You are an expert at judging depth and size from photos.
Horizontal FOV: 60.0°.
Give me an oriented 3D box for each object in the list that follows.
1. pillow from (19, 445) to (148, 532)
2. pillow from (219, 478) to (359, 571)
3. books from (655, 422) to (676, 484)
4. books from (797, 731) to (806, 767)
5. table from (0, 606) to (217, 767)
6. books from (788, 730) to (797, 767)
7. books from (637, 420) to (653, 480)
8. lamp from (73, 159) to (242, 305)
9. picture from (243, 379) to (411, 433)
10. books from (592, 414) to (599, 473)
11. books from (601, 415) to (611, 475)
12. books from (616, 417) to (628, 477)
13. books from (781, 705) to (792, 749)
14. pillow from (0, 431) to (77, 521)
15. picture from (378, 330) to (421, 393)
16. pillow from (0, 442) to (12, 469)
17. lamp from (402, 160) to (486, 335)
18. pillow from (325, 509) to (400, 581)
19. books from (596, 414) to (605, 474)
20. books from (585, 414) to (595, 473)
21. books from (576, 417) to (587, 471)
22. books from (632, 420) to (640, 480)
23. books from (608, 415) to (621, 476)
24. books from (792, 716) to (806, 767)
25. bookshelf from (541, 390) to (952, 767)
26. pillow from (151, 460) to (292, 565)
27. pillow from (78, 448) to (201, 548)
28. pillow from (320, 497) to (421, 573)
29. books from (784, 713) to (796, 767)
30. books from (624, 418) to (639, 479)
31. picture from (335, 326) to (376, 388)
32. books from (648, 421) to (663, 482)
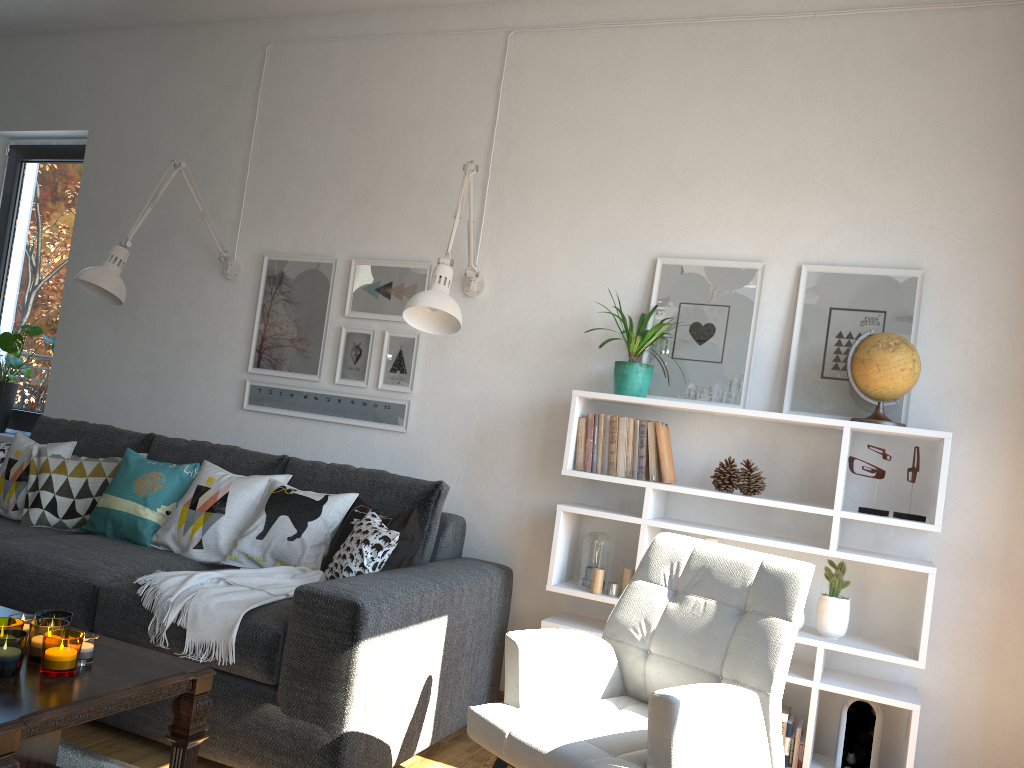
[{"bbox_3d":[-1.725,0.433,3.589,0.454,0.362,0.242,8,-3,-10],"label":"pillow"},{"bbox_3d":[-0.792,0.523,3.177,0.382,0.318,0.266,7,-3,23],"label":"pillow"},{"bbox_3d":[0.527,0.237,3.039,0.070,0.204,0.132,7,-3,24],"label":"books"},{"bbox_3d":[0.904,1.141,2.758,0.016,0.084,0.151,7,-3,23],"label":"books"},{"bbox_3d":[-1.353,0.769,2.020,1.179,0.409,0.571,6,-3,23],"label":"table"},{"bbox_3d":[0.870,1.130,2.747,0.013,0.092,0.081,7,-3,23],"label":"books"},{"bbox_3d":[0.466,0.230,3.069,0.044,0.208,0.133,7,-3,24],"label":"books"},{"bbox_3d":[-1.476,-0.633,3.767,0.200,0.669,0.699,6,-3,32],"label":"lamp"},{"bbox_3d":[-0.795,0.087,3.764,0.836,0.136,0.021,6,-3,23],"label":"picture"},{"bbox_3d":[0.313,0.215,3.132,0.033,0.210,0.136,7,-3,24],"label":"books"},{"bbox_3d":[0.349,0.217,3.116,0.044,0.209,0.136,7,-3,23],"label":"books"},{"bbox_3d":[0.400,0.223,3.096,0.048,0.208,0.135,7,-3,23],"label":"books"},{"bbox_3d":[0.848,1.101,2.786,0.031,0.157,0.123,7,-3,23],"label":"books"},{"bbox_3d":[-1.965,0.381,3.615,0.360,0.344,0.173,7,-3,23],"label":"pillow"},{"bbox_3d":[-0.459,-0.093,3.642,0.166,0.248,0.021,7,-3,23],"label":"picture"},{"bbox_3d":[-2.204,0.377,3.617,0.334,0.319,0.160,9,-3,-31],"label":"pillow"},{"bbox_3d":[-0.167,-0.485,3.206,0.200,0.669,0.699,7,-3,14],"label":"lamp"},{"bbox_3d":[-0.488,0.576,2.876,0.170,0.312,0.358,9,-3,-26],"label":"pillow"},{"bbox_3d":[0.328,0.214,3.124,0.035,0.209,0.129,7,-3,23],"label":"books"},{"bbox_3d":[0.292,0.211,3.140,0.043,0.205,0.129,7,-3,23],"label":"books"},{"bbox_3d":[0.264,0.216,3.145,0.047,0.191,0.124,7,-3,23],"label":"books"},{"bbox_3d":[0.445,0.230,3.077,0.035,0.204,0.131,7,-3,23],"label":"books"},{"bbox_3d":[0.372,0.218,3.102,0.044,0.210,0.133,7,-3,24],"label":"books"},{"bbox_3d":[0.898,1.120,2.775,0.013,0.124,0.183,7,-3,23],"label":"books"},{"bbox_3d":[0.717,0.687,2.927,1.189,1.200,0.238,7,-3,23],"label":"bookshelf"},{"bbox_3d":[-1.105,0.492,3.318,0.436,0.368,0.285,7,-3,23],"label":"pillow"},{"bbox_3d":[-1.425,0.441,3.453,0.414,0.340,0.273,7,-3,22],"label":"pillow"},{"bbox_3d":[-0.469,0.573,3.064,0.234,0.358,0.449,10,-4,-41],"label":"pillow"},{"bbox_3d":[0.866,1.112,2.773,0.016,0.132,0.133,7,-3,23],"label":"books"},{"bbox_3d":[0.425,0.225,3.084,0.044,0.209,0.133,7,-3,23],"label":"books"},{"bbox_3d":[-0.654,-0.115,3.725,0.166,0.248,0.021,7,-3,23],"label":"picture"},{"bbox_3d":[0.500,0.234,3.055,0.061,0.211,0.128,7,-3,24],"label":"books"}]
